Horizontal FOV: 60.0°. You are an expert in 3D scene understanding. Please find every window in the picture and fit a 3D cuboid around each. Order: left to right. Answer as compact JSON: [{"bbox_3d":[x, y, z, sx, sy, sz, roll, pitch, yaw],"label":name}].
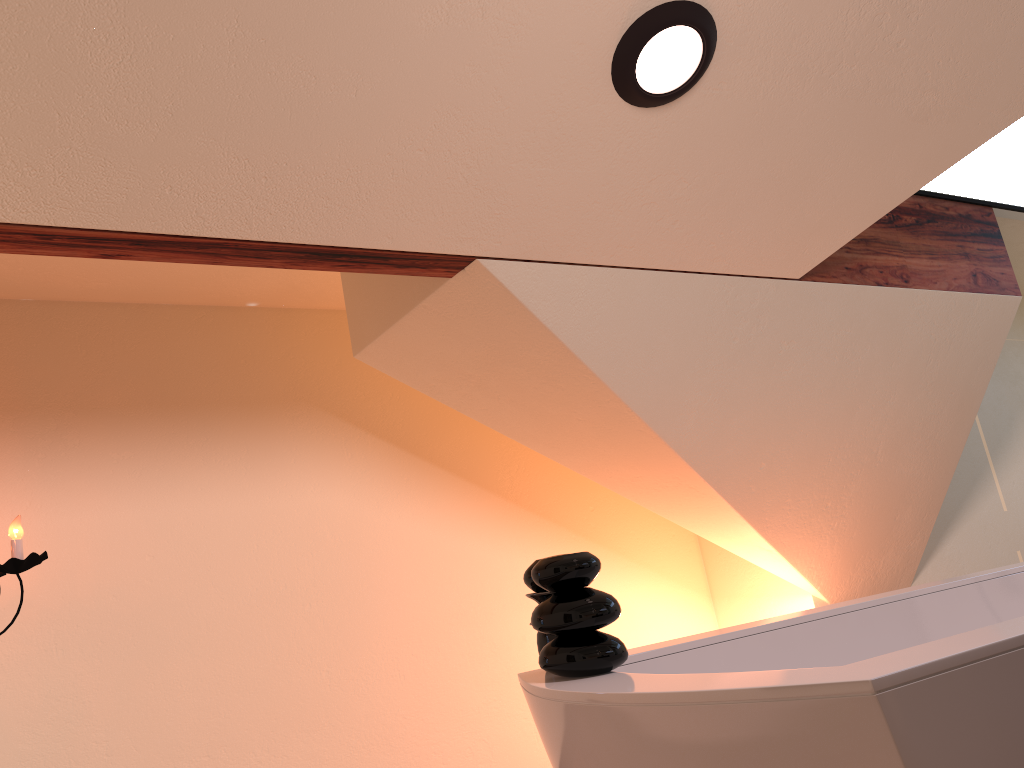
[{"bbox_3d":[2.867,-1.359,2.948,3.515,0.671,2.126,-1,-16,-32],"label":"window"}]

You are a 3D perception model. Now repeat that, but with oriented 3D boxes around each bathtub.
[{"bbox_3d":[1.102,0.807,1.792,2.214,0.688,0.806,-1,-15,-32],"label":"bathtub"}]

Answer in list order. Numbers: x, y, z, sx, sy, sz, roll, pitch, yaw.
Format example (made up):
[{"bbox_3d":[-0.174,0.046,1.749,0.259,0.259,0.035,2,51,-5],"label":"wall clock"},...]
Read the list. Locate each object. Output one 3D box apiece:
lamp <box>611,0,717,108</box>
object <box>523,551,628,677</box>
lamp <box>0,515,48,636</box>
[{"bbox_3d":[0.313,-0.743,1.815,0.246,0.129,0.216,0,-16,-36],"label":"lamp"},{"bbox_3d":[0.107,0.448,1.572,0.156,0.227,0.278,-9,-13,-3],"label":"object"},{"bbox_3d":[-1.485,0.155,2.125,0.615,1.116,0.546,-5,-13,-22],"label":"lamp"}]
